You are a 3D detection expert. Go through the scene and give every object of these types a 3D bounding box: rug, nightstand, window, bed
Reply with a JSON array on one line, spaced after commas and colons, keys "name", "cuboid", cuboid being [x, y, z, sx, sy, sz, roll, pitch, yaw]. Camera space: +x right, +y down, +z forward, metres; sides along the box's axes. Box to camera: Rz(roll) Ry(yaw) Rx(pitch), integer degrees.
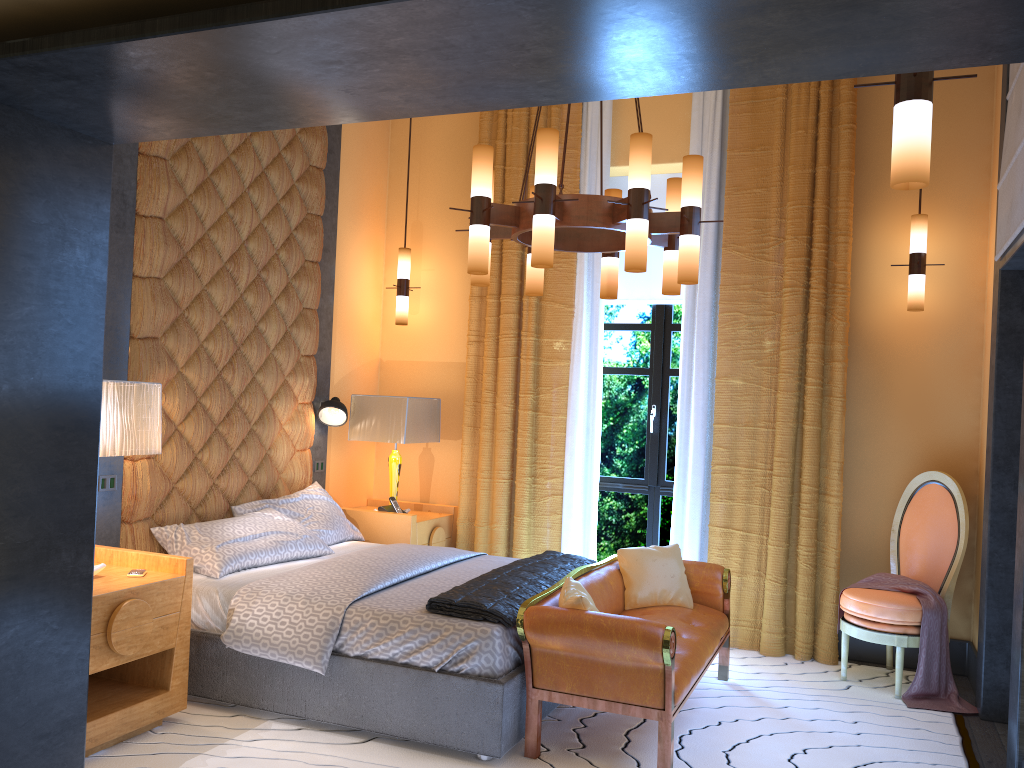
[{"name": "rug", "cuboid": [0.097, 1.504, 4.044, 3.701, 0.016, 3.389, 2, -2, 22]}, {"name": "nightstand", "cuboid": [-0.821, 1.170, 5.979, 0.720, 0.690, 0.680, 2, -1, 22]}, {"name": "window", "cuboid": [0.973, 0.094, 5.921, 1.200, 3.000, 0.130, 2, 0, 22]}, {"name": "nightstand", "cuboid": [-1.799, 1.060, 3.549, 0.720, 0.700, 0.708, 2, -1, 22]}, {"name": "bed", "cuboid": [-0.675, 1.024, 4.554, 2.106, 0.824, 1.889, 2, -1, 22]}]

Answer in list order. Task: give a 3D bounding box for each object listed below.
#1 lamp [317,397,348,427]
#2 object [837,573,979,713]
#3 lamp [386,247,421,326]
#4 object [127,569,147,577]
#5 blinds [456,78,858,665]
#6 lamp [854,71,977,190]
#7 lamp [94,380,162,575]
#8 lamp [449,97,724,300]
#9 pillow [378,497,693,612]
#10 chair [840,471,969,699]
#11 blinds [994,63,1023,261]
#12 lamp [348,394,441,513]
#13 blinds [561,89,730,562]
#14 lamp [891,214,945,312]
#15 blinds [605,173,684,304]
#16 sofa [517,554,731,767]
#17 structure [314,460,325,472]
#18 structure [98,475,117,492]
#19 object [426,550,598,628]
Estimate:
[{"name": "lamp", "cuboid": [-0.970, 0.199, 5.707, 0.568, 0.218, 0.231, 3, -1, -20]}, {"name": "object", "cuboid": [2.071, 1.313, 4.640, 0.429, 0.572, 0.802, 3, -1, -20]}, {"name": "lamp", "cuboid": [-0.757, -0.676, 6.168, 0.199, 0.532, 0.199, 3, 0, -23]}, {"name": "object", "cuboid": [-1.556, 0.786, 3.679, 0.064, 0.018, 0.111, 3, -1, -13]}, {"name": "blinds", "cuboid": [0.833, -0.489, 5.555, 2.450, 4.146, 0.134, 2, 0, 22]}, {"name": "lamp", "cuboid": [0.985, -0.750, 2.170, 0.199, 0.532, 0.199, 3, 0, -23]}, {"name": "lamp", "cuboid": [-1.759, 0.380, 3.564, 0.424, 0.802, 0.505, 2, -1, 22]}, {"name": "lamp", "cuboid": [0.345, -1.522, 3.916, 1.140, 2.168, 1.141, 2, -1, 45]}, {"name": "pillow", "cuboid": [0.188, 0.954, 4.864, 1.147, 0.407, 2.627, 3, -2, -26]}, {"name": "chair", "cuboid": [2.079, 1.038, 4.754, 0.632, 1.147, 0.500, 3, -1, -35]}, {"name": "blinds", "cuboid": [2.223, -1.397, 3.881, 0.042, 1.576, 0.895, 2, -1, 22]}, {"name": "lamp", "cuboid": [-0.779, 0.483, 5.878, 0.424, 0.802, 0.505, 2, -1, 22]}, {"name": "blinds", "cuboid": [0.828, -0.464, 5.647, 2.050, 4.075, 0.237, 2, 0, 19]}, {"name": "lamp", "cuboid": [2.263, -0.675, 4.948, 0.199, 0.532, 0.199, 3, 0, -23]}, {"name": "blinds", "cuboid": [1.017, -0.969, 5.915, 1.200, 0.873, 0.013, 2, 0, 22]}, {"name": "sofa", "cuboid": [0.596, 1.210, 4.118, 0.650, 0.640, 1.616, 2, -1, 22]}, {"name": "structure", "cuboid": [-1.241, 0.529, 5.699, 0.016, 0.071, 0.103, 2, -1, 22]}, {"name": "structure", "cuboid": [-1.880, 0.460, 4.113, 0.016, 0.071, 0.103, 2, -1, 22]}, {"name": "object", "cuboid": [0.077, 0.946, 4.246, 0.405, 0.104, 1.461, 2, -2, 22]}]
